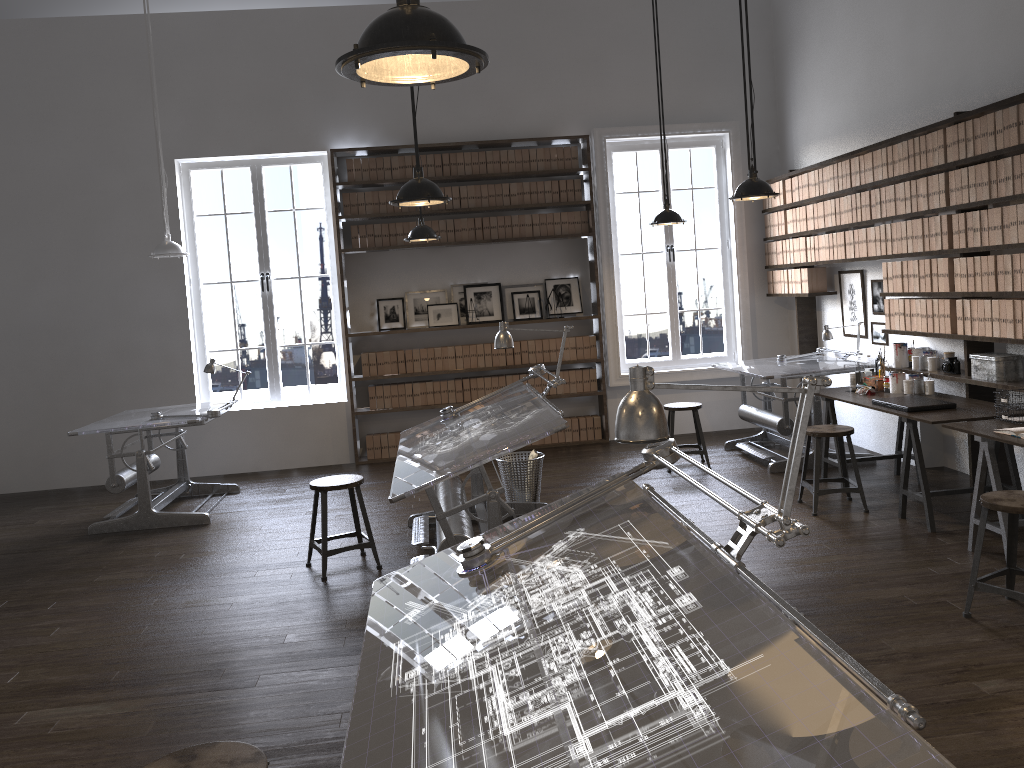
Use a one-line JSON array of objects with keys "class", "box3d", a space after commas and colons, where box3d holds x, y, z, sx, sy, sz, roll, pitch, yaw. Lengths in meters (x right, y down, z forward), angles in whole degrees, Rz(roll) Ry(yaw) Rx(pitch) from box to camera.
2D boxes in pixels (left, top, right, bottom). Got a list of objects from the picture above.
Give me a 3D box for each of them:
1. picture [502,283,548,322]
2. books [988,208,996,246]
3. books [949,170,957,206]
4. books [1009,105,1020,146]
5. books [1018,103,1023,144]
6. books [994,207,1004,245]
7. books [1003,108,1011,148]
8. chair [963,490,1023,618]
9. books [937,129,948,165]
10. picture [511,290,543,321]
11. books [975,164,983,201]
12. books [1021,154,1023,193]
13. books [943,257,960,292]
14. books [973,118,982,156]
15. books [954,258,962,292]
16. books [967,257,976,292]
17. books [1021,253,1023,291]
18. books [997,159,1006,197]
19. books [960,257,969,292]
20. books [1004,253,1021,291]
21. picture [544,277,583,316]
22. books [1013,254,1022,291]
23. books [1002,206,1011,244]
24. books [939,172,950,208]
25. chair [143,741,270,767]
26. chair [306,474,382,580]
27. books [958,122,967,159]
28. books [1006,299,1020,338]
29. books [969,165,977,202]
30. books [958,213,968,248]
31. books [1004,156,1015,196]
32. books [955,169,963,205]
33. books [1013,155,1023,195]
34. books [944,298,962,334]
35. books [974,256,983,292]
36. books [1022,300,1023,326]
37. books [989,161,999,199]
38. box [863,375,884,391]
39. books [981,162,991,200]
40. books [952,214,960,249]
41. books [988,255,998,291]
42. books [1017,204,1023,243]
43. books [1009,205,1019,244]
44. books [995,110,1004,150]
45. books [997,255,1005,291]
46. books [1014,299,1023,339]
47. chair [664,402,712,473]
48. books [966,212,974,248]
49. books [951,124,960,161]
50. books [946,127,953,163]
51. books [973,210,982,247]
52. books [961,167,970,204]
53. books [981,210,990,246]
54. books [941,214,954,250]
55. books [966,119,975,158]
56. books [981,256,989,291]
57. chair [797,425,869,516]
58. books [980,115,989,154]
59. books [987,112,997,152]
[{"class": "picture", "box3d": [0.130, -0.810, 8.800, 0.434, 0.360, 0.095, -5, 3, -5]}, {"class": "books", "box3d": [2.932, -0.934, 5.258, 0.174, 0.225, 0.067, -4, 3, -5]}, {"class": "books", "box3d": [2.877, -1.244, 5.621, 0.174, 0.225, 0.067, -4, 3, -5]}, {"class": "books", "box3d": [2.910, -1.458, 4.992, 0.174, 0.225, 0.067, -4, 3, -5]}, {"class": "books", "box3d": [2.922, -1.452, 4.925, 0.174, 0.225, 0.067, -4, 3, -5]}, {"class": "books", "box3d": [2.933, -0.927, 5.191, 0.174, 0.225, 0.067, -4, 3, -5]}, {"class": "books", "box3d": [2.908, -1.465, 5.059, 0.174, 0.225, 0.067, -4, 3, -5]}, {"class": "chair", "box3d": [2.190, 0.749, 3.783, 0.359, 0.526, 0.372, -7, 5, -32]}, {"class": "books", "box3d": [2.841, -1.528, 5.696, 0.174, 0.225, 0.067, -4, 3, -5]}, {"class": "picture", "box3d": [0.149, -0.773, 8.762, 0.290, 0.290, 0.127, -5, 4, -5]}, {"class": "books", "box3d": [2.901, -1.217, 5.347, 0.174, 0.225, 0.067, -4, 3, -5]}, {"class": "books", "box3d": [2.938, -1.175, 4.926, 0.174, 0.225, 0.067, -4, 3, -5]}, {"class": "books", "box3d": [2.899, -0.712, 5.748, 0.174, 0.225, 0.067, -4, 3, -5]}, {"class": "books", "box3d": [2.884, -1.493, 5.333, 0.174, 0.225, 0.067, -4, 3, -5]}, {"class": "books", "box3d": [2.914, -0.694, 5.631, 0.174, 0.225, 0.067, -4, 3, -5]}, {"class": "books", "box3d": [2.925, -0.679, 5.487, 0.174, 0.225, 0.067, -4, 3, -5]}, {"class": "books", "box3d": [2.978, -0.632, 5.000, 0.174, 0.225, 0.067, -4, 3, -5]}, {"class": "books", "box3d": [2.922, -1.197, 5.143, 0.174, 0.225, 0.067, -4, 3, -5]}, {"class": "books", "box3d": [2.918, -0.686, 5.559, 0.174, 0.225, 0.067, -4, 3, -5]}, {"class": "books", "box3d": [2.961, -0.645, 5.140, 0.174, 0.225, 0.067, -4, 3, -5]}, {"class": "picture", "box3d": [0.513, -0.873, 8.805, 0.343, 0.363, 0.161, -4, 4, -5]}, {"class": "books", "box3d": [2.972, -0.638, 5.070, 0.174, 0.225, 0.067, -4, 3, -5]}, {"class": "books", "box3d": [2.944, -0.921, 5.125, 0.174, 0.225, 0.067, -4, 3, -5]}, {"class": "books", "box3d": [2.862, -1.254, 5.719, 0.174, 0.225, 0.067, -4, 3, -5]}, {"class": "chair", "box3d": [-0.689, 1.142, 2.000, 0.358, 0.526, 0.373, -2, 4, 23]}, {"class": "chair", "box3d": [-1.009, 0.826, 5.213, 0.372, 0.526, 0.359, -6, 4, -27]}, {"class": "books", "box3d": [2.863, -1.506, 5.473, 0.174, 0.225, 0.067, -4, 3, -5]}, {"class": "books", "box3d": [2.978, -0.383, 5.152, 0.174, 0.225, 0.067, -4, 3, -5]}, {"class": "books", "box3d": [2.894, -1.223, 5.409, 0.174, 0.225, 0.067, -4, 3, -5]}, {"class": "books", "box3d": [2.899, -0.962, 5.544, 0.174, 0.225, 0.067, -4, 3, -5]}, {"class": "books", "box3d": [2.925, -1.190, 5.072, 0.174, 0.225, 0.067, -4, 3, -5]}, {"class": "books", "box3d": [2.882, -1.237, 5.551, 0.174, 0.225, 0.067, -4, 3, -5]}, {"class": "books", "box3d": [2.937, -1.183, 5.002, 0.174, 0.225, 0.067, -4, 3, -5]}, {"class": "books", "box3d": [2.919, -0.444, 5.766, 0.174, 0.225, 0.067, -4, 3, -5]}, {"class": "books", "box3d": [2.935, -0.673, 5.424, 0.174, 0.225, 0.067, -4, 3, -5]}, {"class": "books", "box3d": [2.997, -0.370, 5.015, 0.174, 0.225, 0.067, -4, 3, -5]}, {"class": "books", "box3d": [2.916, -1.204, 5.213, 0.174, 0.225, 0.067, -4, 3, -5]}, {"class": "box", "box3d": [2.629, -0.007, 6.345, 0.137, 0.083, 0.212, -5, 6, -5]}, {"class": "books", "box3d": [2.903, -1.210, 5.280, 0.174, 0.225, 0.067, -4, 3, -5]}, {"class": "books", "box3d": [2.898, -0.969, 5.618, 0.174, 0.225, 0.067, -4, 3, -5]}, {"class": "books", "box3d": [2.946, -0.659, 5.285, 0.174, 0.225, 0.067, -4, 3, -5]}, {"class": "books", "box3d": [2.953, -0.907, 4.990, 0.174, 0.225, 0.067, -4, 3, -5]}, {"class": "books", "box3d": [2.948, -0.914, 5.062, 0.174, 0.225, 0.067, -4, 3, -5]}, {"class": "books", "box3d": [2.901, -1.471, 5.121, 0.174, 0.225, 0.067, -4, 3, -5]}, {"class": "books", "box3d": [2.958, -0.652, 5.211, 0.174, 0.225, 0.067, -4, 3, -5]}, {"class": "books", "box3d": [2.990, -0.377, 5.086, 0.174, 0.225, 0.067, -4, 3, -5]}, {"class": "chair", "box3d": [1.425, 0.432, 7.307, 0.358, 0.526, 0.373, -4, 4, 3]}, {"class": "books", "box3d": [2.912, -0.955, 5.470, 0.174, 0.225, 0.067, -4, 3, -5]}, {"class": "books", "box3d": [2.856, -1.513, 5.545, 0.174, 0.225, 0.067, -4, 3, -5]}, {"class": "books", "box3d": [2.854, -1.520, 5.608, 0.174, 0.225, 0.067, -4, 3, -5]}, {"class": "books", "box3d": [2.914, -0.947, 5.399, 0.174, 0.225, 0.067, -4, 3, -5]}, {"class": "books", "box3d": [2.885, -1.230, 5.481, 0.174, 0.225, 0.067, -4, 3, -5]}, {"class": "books", "box3d": [2.925, -0.941, 5.329, 0.174, 0.225, 0.067, -4, 3, -5]}, {"class": "books", "box3d": [2.886, -0.988, 5.736, 0.174, 0.225, 0.067, -4, 3, -5]}, {"class": "books", "box3d": [2.873, -1.499, 5.402, 0.174, 0.225, 0.067, -4, 3, -5]}, {"class": "books", "box3d": [2.944, -0.667, 5.359, 0.174, 0.225, 0.067, -4, 3, -5]}, {"class": "chair", "box3d": [2.068, 0.550, 5.752, 0.358, 0.526, 0.373, -4, 4, 3]}, {"class": "books", "box3d": [2.889, -1.486, 5.263, 0.174, 0.225, 0.067, -4, 3, -5]}, {"class": "books", "box3d": [2.892, -1.478, 5.193, 0.174, 0.225, 0.067, -4, 3, -5]}]
